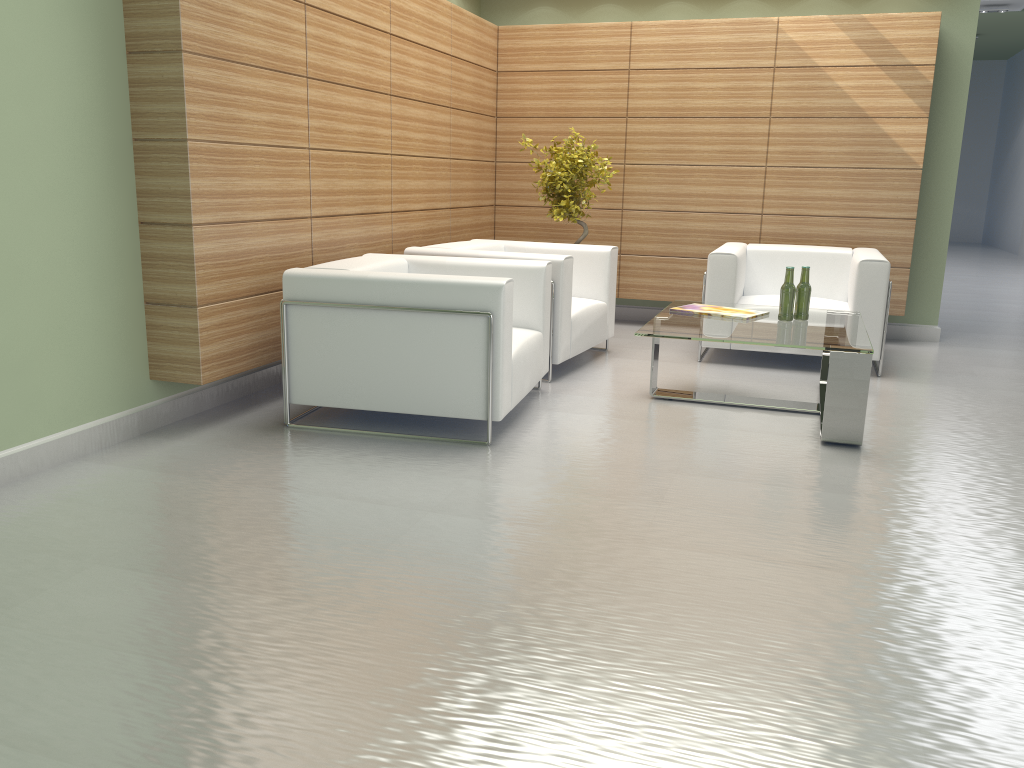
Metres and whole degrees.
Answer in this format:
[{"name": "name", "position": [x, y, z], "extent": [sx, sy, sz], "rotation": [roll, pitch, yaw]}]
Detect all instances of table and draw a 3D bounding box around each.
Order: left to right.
[{"name": "table", "position": [2.152, -0.192, 7.882], "extent": [1.783, 0.742, 2.197], "rotation": [6, 14, 18]}]

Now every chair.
[{"name": "chair", "position": [-0.700, -0.397, 7.515], "extent": [1.802, 1.234, 1.894], "rotation": [4, 13, 13]}, {"name": "chair", "position": [0.051, -0.879, 9.662], "extent": [1.769, 1.234, 1.894], "rotation": [7, 14, 23]}, {"name": "chair", "position": [3.214, -0.916, 10.130], "extent": [1.894, 1.234, 1.802], "rotation": [6, 14, 18]}]

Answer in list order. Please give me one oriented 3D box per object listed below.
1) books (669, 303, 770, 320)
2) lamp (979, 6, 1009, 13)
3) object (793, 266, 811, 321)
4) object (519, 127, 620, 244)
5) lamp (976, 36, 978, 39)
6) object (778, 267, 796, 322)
[{"name": "books", "position": [1.924, -0.674, 8.231], "extent": [0.762, 0.025, 0.508], "rotation": [11, 16, 37]}, {"name": "lamp", "position": [11.987, -9.346, 22.077], "extent": [0.657, 0.159, 0.286], "rotation": [6, 14, 18]}, {"name": "object", "position": [2.585, -0.805, 7.867], "extent": [0.131, 0.475, 0.131], "rotation": [-3, 14, -17]}, {"name": "object", "position": [0.623, -1.871, 11.009], "extent": [1.201, 2.565, 1.116], "rotation": [-2, 13, -13]}, {"name": "lamp", "position": [13.398, -10.274, 26.209], "extent": [0.657, 0.159, 0.286], "rotation": [6, 14, 18]}, {"name": "object", "position": [2.424, -0.792, 7.795], "extent": [0.131, 0.475, 0.131], "rotation": [-3, 14, -17]}]
